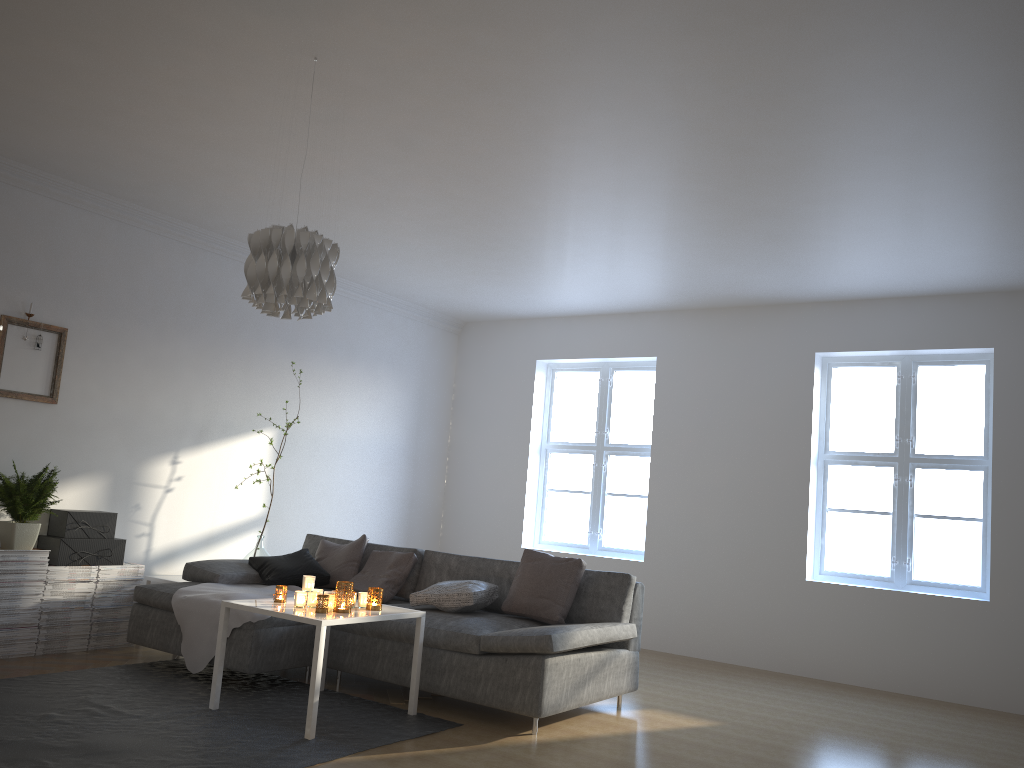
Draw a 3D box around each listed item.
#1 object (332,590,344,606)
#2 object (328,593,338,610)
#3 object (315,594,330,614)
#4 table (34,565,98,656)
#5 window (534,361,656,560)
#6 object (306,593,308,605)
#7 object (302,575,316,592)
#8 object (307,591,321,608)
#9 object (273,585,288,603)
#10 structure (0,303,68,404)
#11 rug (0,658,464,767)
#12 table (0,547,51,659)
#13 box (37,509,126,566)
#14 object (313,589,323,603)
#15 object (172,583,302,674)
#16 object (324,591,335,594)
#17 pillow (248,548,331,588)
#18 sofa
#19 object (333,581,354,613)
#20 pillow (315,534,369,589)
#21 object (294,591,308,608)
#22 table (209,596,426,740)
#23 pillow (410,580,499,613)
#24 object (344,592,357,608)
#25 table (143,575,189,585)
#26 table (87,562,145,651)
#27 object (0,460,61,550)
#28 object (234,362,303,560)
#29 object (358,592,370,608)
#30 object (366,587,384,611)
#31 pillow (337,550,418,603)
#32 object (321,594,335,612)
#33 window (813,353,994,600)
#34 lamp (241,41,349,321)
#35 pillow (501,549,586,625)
[{"bbox_3d":[-0.862,1.059,4.374,0.060,0.073,0.060,9,-8,-31],"label":"object"},{"bbox_3d":[-0.857,1.042,4.243,0.060,0.073,0.060,2,-8,23],"label":"object"},{"bbox_3d":[-0.878,1.019,4.111,0.060,0.079,0.060,1,-8,24],"label":"object"},{"bbox_3d":[-2.683,1.317,5.236,0.246,0.498,0.328,0,-8,34],"label":"table"},{"bbox_3d":[0.784,0.655,7.908,1.201,1.706,0.077,0,-8,34],"label":"window"},{"bbox_3d":[-1.022,1.047,4.322,0.050,0.058,0.052,4,-7,4],"label":"object"},{"bbox_3d":[-0.979,0.961,4.265,0.060,0.073,0.060,11,-9,-39],"label":"object"},{"bbox_3d":[-0.957,1.039,4.278,0.060,0.073,0.060,3,-7,14],"label":"object"},{"bbox_3d":[-1.136,1.032,4.361,0.060,0.079,0.060,1,-8,28],"label":"object"},{"bbox_3d":[-2.839,-0.191,5.239,0.053,0.573,0.399,1,-8,31],"label":"structure"},{"bbox_3d":[-1.637,1.475,3.955,2.015,0.055,2.115,0,-9,34],"label":"rug"},{"bbox_3d":[-2.850,1.221,4.988,0.246,0.595,0.322,0,-8,34],"label":"table"},{"bbox_3d":[-2.585,0.933,5.377,0.298,0.315,0.420,0,-9,34],"label":"box"},{"bbox_3d":[-0.964,1.051,4.375,0.060,0.073,0.060,9,-8,-31],"label":"object"},{"bbox_3d":[-1.487,1.394,5.067,0.812,0.436,0.727,0,-9,32],"label":"object"},{"bbox_3d":[-0.888,1.049,4.313,0.060,0.073,0.060,6,-7,-10],"label":"object"},{"bbox_3d":[-1.424,1.183,5.666,0.421,0.247,0.402,10,-9,-35],"label":"pillow"},{"bbox_3d":[-0.733,1.352,5.101,2.632,0.771,1.558,0,-9,34],"label":"sofa"},{"bbox_3d":[-0.795,1.006,4.188,0.087,0.139,0.090,4,-7,5],"label":"object"},{"bbox_3d":[-1.151,1.190,5.911,0.429,0.402,0.325,2,-8,21],"label":"pillow"},{"bbox_3d":[-1.012,1.029,4.240,0.060,0.073,0.060,3,-7,14],"label":"object"},{"bbox_3d":[-0.929,1.336,4.304,0.674,0.503,0.716,0,-9,34],"label":"table"},{"bbox_3d":[-0.329,1.222,5.098,0.404,0.194,0.406,2,-8,21],"label":"pillow"},{"bbox_3d":[-0.797,1.065,4.377,0.060,0.073,0.060,9,-8,-31],"label":"object"},{"bbox_3d":[-2.129,1.493,5.846,0.423,0.411,0.438,0,-9,34],"label":"table"},{"bbox_3d":[-2.509,1.366,5.494,0.246,0.498,0.328,0,-8,34],"label":"table"},{"bbox_3d":[-2.779,0.695,5.031,0.368,0.526,0.439,0,-9,34],"label":"object"},{"bbox_3d":[-1.708,0.616,6.197,0.340,1.671,0.777,5,-7,-6],"label":"object"},{"bbox_3d":[-0.737,1.074,4.405,0.060,0.073,0.060,5,-7,-4],"label":"object"},{"bbox_3d":[-0.675,1.058,4.364,0.080,0.104,0.080,1,-8,24],"label":"object"},{"bbox_3d":[-0.855,1.208,5.640,0.414,0.310,0.337,-1,-9,39],"label":"pillow"},{"bbox_3d":[-0.870,1.033,4.180,0.060,0.073,0.060,2,-8,23],"label":"object"},{"bbox_3d":[2.865,0.637,6.505,1.201,1.706,0.077,0,-8,34],"label":"window"},{"bbox_3d":[-0.833,-0.791,3.510,0.354,1.063,0.355,6,-7,-13],"label":"lamp"},{"bbox_3d":[0.180,1.145,5.018,0.426,0.389,0.242,0,-9,34],"label":"pillow"}]
